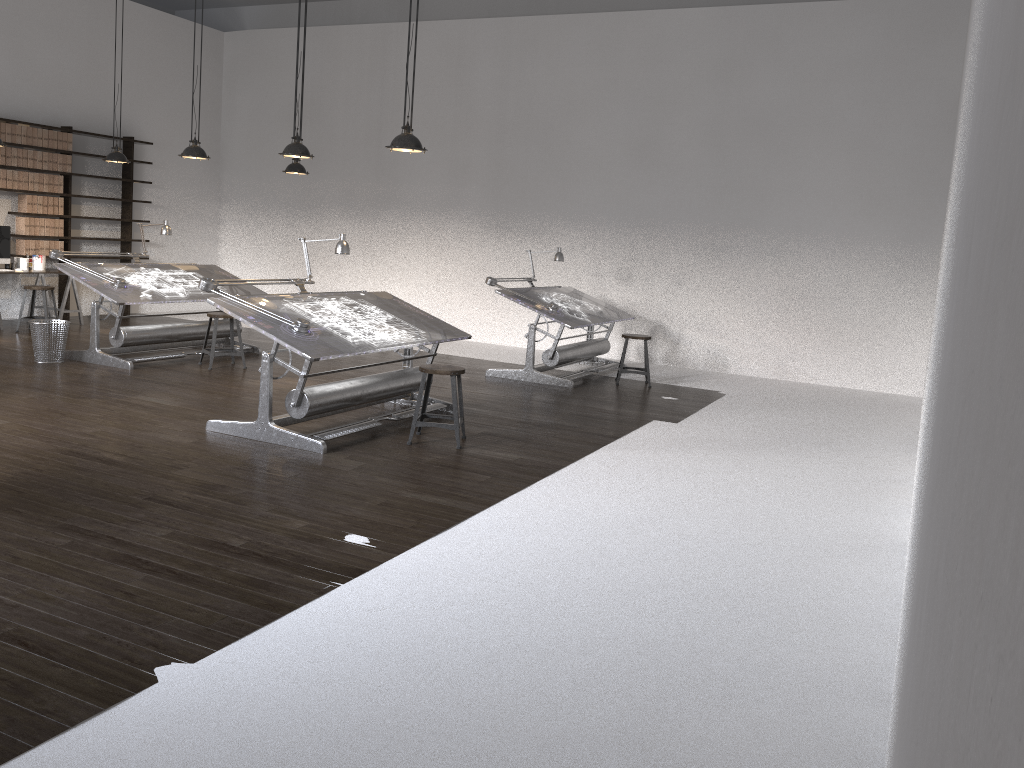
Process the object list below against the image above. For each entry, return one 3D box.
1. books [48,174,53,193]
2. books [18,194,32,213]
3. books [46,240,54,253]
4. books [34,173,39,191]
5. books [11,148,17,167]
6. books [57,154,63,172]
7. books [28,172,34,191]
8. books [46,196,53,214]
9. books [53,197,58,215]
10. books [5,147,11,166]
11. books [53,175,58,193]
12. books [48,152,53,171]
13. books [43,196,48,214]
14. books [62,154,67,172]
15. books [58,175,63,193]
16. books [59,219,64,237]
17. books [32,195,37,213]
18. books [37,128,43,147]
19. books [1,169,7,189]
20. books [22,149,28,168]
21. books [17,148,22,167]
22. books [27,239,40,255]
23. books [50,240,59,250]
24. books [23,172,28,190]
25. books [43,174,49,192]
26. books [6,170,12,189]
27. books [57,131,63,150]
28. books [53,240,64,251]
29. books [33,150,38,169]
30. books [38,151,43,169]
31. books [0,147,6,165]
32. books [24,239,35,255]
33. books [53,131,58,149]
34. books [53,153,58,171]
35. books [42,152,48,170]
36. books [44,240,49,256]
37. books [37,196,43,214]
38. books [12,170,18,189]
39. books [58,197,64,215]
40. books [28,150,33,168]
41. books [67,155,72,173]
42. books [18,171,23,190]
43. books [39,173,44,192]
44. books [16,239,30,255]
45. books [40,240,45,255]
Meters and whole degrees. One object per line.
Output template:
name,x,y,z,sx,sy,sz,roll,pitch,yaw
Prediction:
books,-5.878,-2.532,11.175,0.175,0.224,0.067,7,7,25
books,-6.020,-2.226,10.948,0.175,0.224,0.067,7,7,25
books,-5.923,-1.717,11.288,0.175,0.224,0.067,7,7,25
books,-5.960,-2.509,10.996,0.175,0.224,0.067,7,7,25
books,-6.067,-2.740,10.701,0.175,0.224,0.067,7,7,25
books,-5.799,-2.811,11.259,0.175,0.224,0.067,7,7,25
books,-5.990,-2.501,10.930,0.175,0.224,0.067,7,7,25
books,-5.892,-2.259,11.205,0.175,0.224,0.067,7,7,25
books,-5.865,-2.268,11.274,0.175,0.224,0.067,7,7,25
books,-6.102,-2.733,10.639,0.175,0.224,0.067,7,7,25
books,-5.847,-2.541,11.239,0.175,0.224,0.067,7,7,25
books,-5.863,-2.796,11.136,0.175,0.224,0.067,7,7,25
books,-5.929,-2.251,11.140,0.175,0.224,0.067,7,7,25
books,-5.774,-2.820,11.321,0.175,0.224,0.067,7,7,25
books,-5.813,-2.548,11.301,0.175,0.224,0.067,7,7,25
books,-5.847,-2.006,11.377,0.175,0.224,0.067,7,7,25
books,-5.989,-2.234,11.012,0.175,0.224,0.067,7,7,25
books,-5.905,-3.053,10.974,0.175,0.224,0.067,7,7,25
books,-6.141,-2.460,10.610,0.175,0.224,0.067,7,7,25
books,-6.010,-2.757,10.830,0.175,0.224,0.067,7,7,25
books,-6.041,-2.749,10.766,0.175,0.224,0.067,7,7,25
books,-6.009,-1.695,11.108,0.175,0.224,0.067,7,7,25
books,-5.895,-1.726,11.351,0.175,0.224,0.067,7,7,25
books,-6.023,-2.493,10.869,0.175,0.224,0.067,7,7,25
books,-5.902,-2.524,11.112,0.175,0.224,0.067,7,7,25
books,-6.110,-2.468,10.675,0.175,0.224,0.067,7,7,25
books,-5.785,-3.085,11.229,0.175,0.224,0.067,7,7,25
books,-5.861,-1.732,11.407,0.175,0.224,0.067,7,7,25
books,-5.951,-2.773,10.950,0.175,0.224,0.067,7,7,25
books,-5.923,-2.779,11.006,0.175,0.224,0.067,7,7,25
books,-6.130,-2.724,10.569,0.175,0.224,0.067,7,7,25
books,-6.033,-1.686,11.046,0.175,0.224,0.067,7,7,25
books,-5.816,-3.077,11.161,0.175,0.224,0.067,7,7,25
books,-5.835,-2.804,11.199,0.175,0.224,0.067,7,7,25
books,-5.890,-2.788,11.071,0.175,0.224,0.067,7,7,25
books,-5.950,-1.709,11.223,0.175,0.224,0.067,7,7,25
books,-5.955,-2.242,11.074,0.175,0.224,0.067,7,7,25
books,-6.082,-2.477,10.742,0.175,0.224,0.067,7,7,25
books,-5.830,-2.276,11.341,0.175,0.224,0.067,7,7,25
books,-5.976,-2.764,10.888,0.175,0.224,0.067,7,7,25
books,-5.746,-2.827,11.377,0.175,0.224,0.067,7,7,25
books,-6.055,-2.486,10.807,0.175,0.224,0.067,7,7,25
books,-5.935,-2.517,11.053,0.175,0.224,0.067,7,7,25
books,-6.068,-1.679,10.988,0.175,0.224,0.067,7,7,25
books,-5.980,-1.701,11.164,0.175,0.224,0.067,7,7,25
